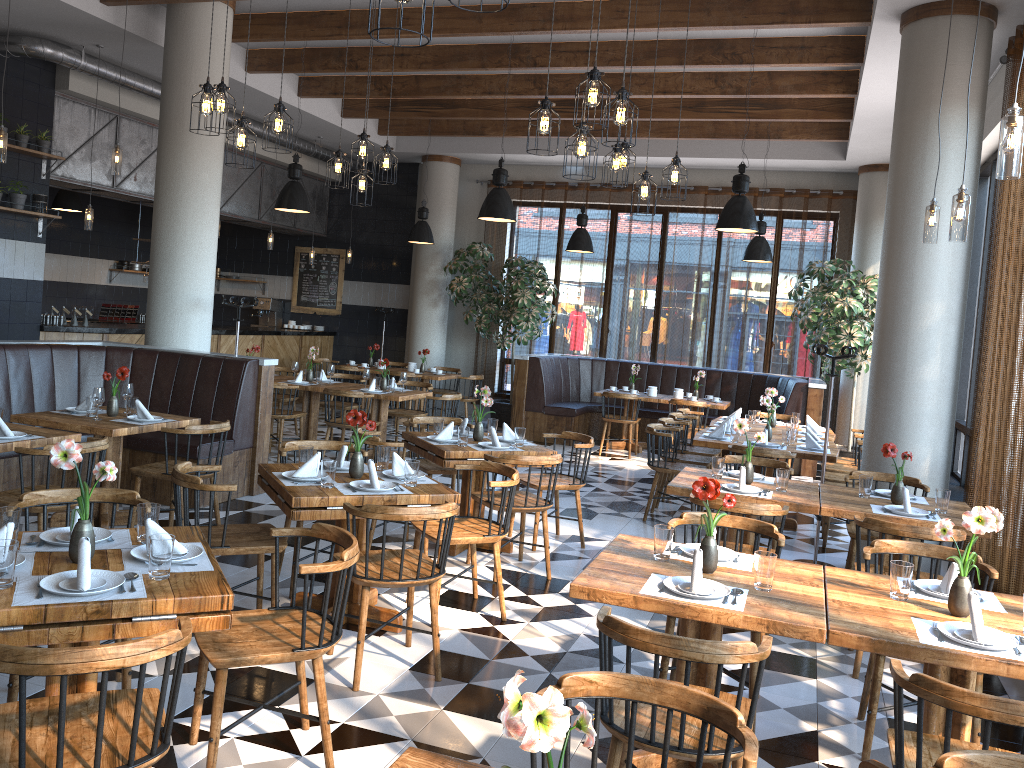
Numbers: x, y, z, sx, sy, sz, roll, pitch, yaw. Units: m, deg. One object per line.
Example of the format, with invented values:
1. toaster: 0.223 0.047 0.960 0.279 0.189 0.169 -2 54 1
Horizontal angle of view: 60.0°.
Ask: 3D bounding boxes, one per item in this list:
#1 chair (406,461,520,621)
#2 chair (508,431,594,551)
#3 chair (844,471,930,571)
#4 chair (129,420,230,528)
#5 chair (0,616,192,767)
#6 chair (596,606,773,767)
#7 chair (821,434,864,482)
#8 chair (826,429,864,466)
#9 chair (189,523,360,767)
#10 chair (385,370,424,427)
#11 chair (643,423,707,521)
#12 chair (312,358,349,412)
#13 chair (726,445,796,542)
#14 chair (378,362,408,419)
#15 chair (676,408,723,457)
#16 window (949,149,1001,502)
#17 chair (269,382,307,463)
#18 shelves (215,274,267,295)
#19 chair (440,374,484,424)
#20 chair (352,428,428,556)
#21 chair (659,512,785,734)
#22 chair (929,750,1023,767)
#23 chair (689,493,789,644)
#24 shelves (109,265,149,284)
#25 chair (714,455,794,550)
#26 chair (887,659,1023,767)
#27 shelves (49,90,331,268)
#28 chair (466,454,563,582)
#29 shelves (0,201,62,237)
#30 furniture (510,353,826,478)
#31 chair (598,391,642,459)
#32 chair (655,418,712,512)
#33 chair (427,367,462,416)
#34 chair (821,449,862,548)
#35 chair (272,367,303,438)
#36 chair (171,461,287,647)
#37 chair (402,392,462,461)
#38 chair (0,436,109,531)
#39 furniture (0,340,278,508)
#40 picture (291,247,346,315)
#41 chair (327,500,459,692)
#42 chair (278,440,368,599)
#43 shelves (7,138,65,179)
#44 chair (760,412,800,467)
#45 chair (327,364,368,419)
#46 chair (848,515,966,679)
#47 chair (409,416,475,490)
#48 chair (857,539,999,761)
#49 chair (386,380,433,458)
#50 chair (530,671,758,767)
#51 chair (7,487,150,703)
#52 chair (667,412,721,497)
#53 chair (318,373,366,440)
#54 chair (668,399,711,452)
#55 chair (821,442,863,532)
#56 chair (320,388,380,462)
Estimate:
1. chair: -0.268 0.873 4.968 0.549 0.816 0.521 3 3 -27
2. chair: 0.306 0.788 6.673 0.549 0.816 0.521 3 3 -27
3. chair: 2.424 1.025 5.811 0.520 0.816 0.550 5 3 18
4. chair: -2.210 0.641 5.940 0.550 0.816 0.520 6 3 18
5. chair: -1.153 1.003 2.341 0.519 0.816 0.551 3 3 -27
6. chair: 0.508 1.105 2.755 0.520 0.816 0.550 5 3 18
7. chair: 3.254 0.884 8.513 0.550 0.816 0.520 6 3 18
8. chair: 3.444 0.856 9.077 0.550 0.816 0.520 6 3 18
9. chair: -0.862 0.960 3.205 0.549 0.816 0.521 3 3 -27
10. chair: -1.481 0.229 12.073 0.520 0.816 0.550 5 3 18
11. chair: 1.423 0.792 7.792 0.550 0.816 0.520 6 3 18
12. chair: -2.716 0.045 13.182 0.550 0.816 0.520 6 3 18
13. chair: 1.961 0.892 7.062 0.520 0.816 0.550 5 3 18
14. chair: -1.877 0.082 13.577 0.520 0.816 0.550 5 3 18
15. chair: 2.015 0.705 9.551 0.550 0.816 0.520 6 3 18
16. window: 4.533 -0.602 9.048 0.365 3.161 4.970 5 4 18
17. chair: -2.466 0.367 9.244 0.520 0.816 0.550 5 3 18
18. shelves: -4.861 -1.755 15.609 1.042 0.297 0.300 6 3 18
19. chair: -0.705 0.260 12.493 0.550 0.816 0.520 6 3 18
20. chair: -0.846 0.739 6.099 0.549 0.816 0.521 3 3 -27
21. chair: 0.925 1.044 3.992 0.520 0.816 0.550 5 3 18
22. chair: 1.033 1.230 1.681 0.520 0.816 0.550 5 3 18
23. chair: 1.211 1.002 4.842 0.520 0.816 0.550 5 3 18
24. shelves: -6.143 -1.766 14.607 0.300 0.297 1.042 6 4 18
25. chair: 1.628 0.940 6.079 0.520 0.816 0.550 5 3 18
26. chair: 1.304 1.190 2.487 0.520 0.816 0.550 5 3 18
27. shelves: -4.431 -2.471 12.530 0.683 1.792 5.869 5 4 18
28. chair: 0.015 0.831 5.809 0.519 0.816 0.551 3 3 -27
29. shelves: -5.115 -1.705 9.151 0.247 0.297 0.905 6 4 18
30. furniture: 2.191 0.334 12.380 4.043 1.148 1.919 6 4 18
31. chair: 1.392 0.512 11.404 0.520 0.816 0.550 5 3 18
32. chair: 1.624 0.762 8.389 0.550 0.816 0.520 6 3 18
33. chair: -1.066 0.168 13.304 0.520 0.816 0.550 5 3 18
34. chair: 2.852 0.944 7.317 0.550 0.816 0.520 6 3 18
35. chair: -2.861 0.217 10.778 0.520 0.816 0.550 5 3 18
36. chair: -1.420 0.824 4.393 0.549 0.816 0.521 3 3 -27
37. chair: -0.841 0.487 9.384 0.550 0.816 0.520 6 3 18
38. chair: -2.562 0.693 4.896 0.550 0.816 0.520 6 3 18
39. furniture: -4.000 0.419 4.779 1.920 1.148 6.593 6 4 18
40. picture: -3.336 -1.768 15.240 0.981 1.140 0.020 6 2 19
41. chair: -0.560 0.915 4.104 0.519 0.816 0.551 3 3 -27
42. chair: -1.129 0.781 5.257 0.519 0.816 0.551 3 3 -27
43. shelves: -5.064 -2.332 9.130 0.247 0.297 0.905 6 4 18
44. chair: 2.883 0.756 9.799 0.520 0.816 0.550 5 3 18
45. chair: -2.292 0.143 12.346 0.520 0.816 0.550 5 3 18
46. chair: 2.007 1.086 4.574 0.520 0.816 0.550 5 3 18
47. chair: -0.555 0.696 6.963 0.519 0.816 0.551 3 3 -27
48. chair: 1.722 1.128 3.724 0.520 0.816 0.550 5 3 18
49. chair: -1.223 0.392 10.228 0.520 0.816 0.550 5 3 18
50. chair: 0.236 1.145 1.949 0.520 0.816 0.550 5 3 18
51. chair: -1.723 0.868 3.495 0.519 0.816 0.551 3 3 -27
52. chair: 1.831 0.732 9.005 0.550 0.816 0.520 6 3 18
53. chair: -2.042 0.305 10.503 0.520 0.816 0.550 5 3 18
54. chair: 2.203 0.599 11.131 0.520 0.816 0.550 5 3 18
55. chair: 3.047 0.915 7.897 0.550 0.816 0.520 6 3 18
56. chair: -1.648 0.454 8.969 0.520 0.816 0.550 5 3 18
